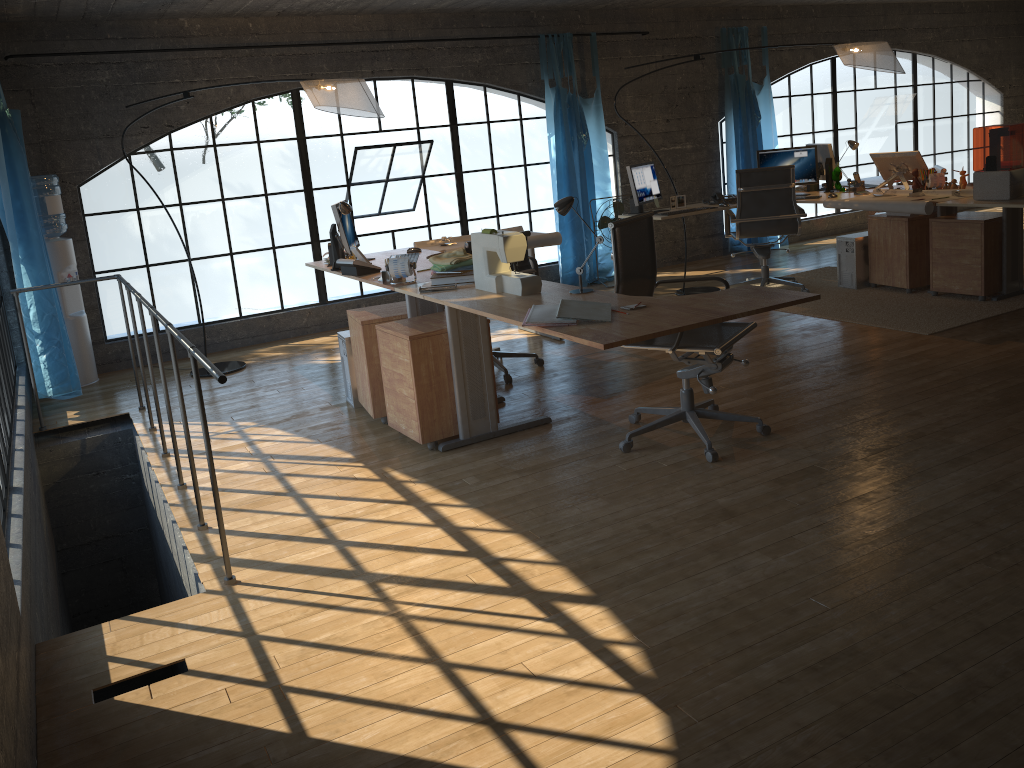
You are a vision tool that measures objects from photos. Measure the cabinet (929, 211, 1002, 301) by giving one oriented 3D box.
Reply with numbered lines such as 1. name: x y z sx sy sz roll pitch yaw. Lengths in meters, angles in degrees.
1. cabinet: 3.261 -0.907 6.244 0.430 0.562 0.431 -13 14 -29

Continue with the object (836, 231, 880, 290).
1. object: 2.827 -0.988 6.984 0.483 0.404 0.202 -11 12 -22

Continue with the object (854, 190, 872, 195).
1. object: 2.692 -1.460 6.737 0.109 0.022 0.141 -8 15 -7

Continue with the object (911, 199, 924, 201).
1. object: 2.737 -1.242 5.956 0.126 0.009 0.012 -10 14 -14

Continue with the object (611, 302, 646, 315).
1. object: 0.458 -0.285 3.292 0.143 0.013 0.129 -12 17 -23

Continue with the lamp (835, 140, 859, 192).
1. lamp: 2.668 -1.732 7.020 0.106 0.402 0.210 -9 12 -15

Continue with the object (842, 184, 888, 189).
1. object: 2.952 -1.655 7.378 0.187 0.011 0.500 -6 15 -2

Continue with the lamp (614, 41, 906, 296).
1. lamp: 0.043 -1.683 7.679 6.231 1.901 0.393 -1 12 18

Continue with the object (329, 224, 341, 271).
1. object: -1.059 -0.817 5.271 0.085 0.273 0.086 -3 11 16

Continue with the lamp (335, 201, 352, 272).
1. lamp: -0.986 -0.860 5.158 0.105 0.402 0.211 0 13 29

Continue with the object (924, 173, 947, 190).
1. object: 3.065 -1.456 6.382 0.154 0.133 0.101 -4 12 7

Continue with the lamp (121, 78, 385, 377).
1. lamp: -3.505 -1.082 6.761 6.239 1.900 0.392 2 13 27

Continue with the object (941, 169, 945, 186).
1. object: 3.286 -1.577 6.752 0.046 0.129 0.046 -12 13 -32

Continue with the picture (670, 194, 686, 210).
1. picture: 1.320 -1.454 7.055 0.160 0.103 0.032 -13 13 -26

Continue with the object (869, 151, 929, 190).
1. object: 2.961 -1.627 6.739 0.289 0.294 0.398 -15 16 -35

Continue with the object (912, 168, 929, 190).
1. object: 2.980 -1.492 6.469 0.094 0.174 0.229 -6 13 1

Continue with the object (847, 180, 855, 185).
1. object: 2.983 -1.763 7.715 0.101 0.033 0.060 -4 14 7

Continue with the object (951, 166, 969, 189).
1. object: 3.131 -1.426 6.150 0.094 0.186 0.086 -6 11 -4

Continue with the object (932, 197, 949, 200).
1. object: 2.879 -1.248 5.931 0.147 0.007 0.008 -11 14 -18

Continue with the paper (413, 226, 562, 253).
1. paper: -0.170 -0.966 6.060 0.858 0.111 0.589 -13 17 -26

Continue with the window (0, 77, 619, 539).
1. window: -1.709 -1.200 6.026 3.184 1.836 7.090 0 16 22

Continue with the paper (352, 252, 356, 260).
1. paper: -0.959 -0.781 5.378 0.019 0.073 0.080 -6 13 -2

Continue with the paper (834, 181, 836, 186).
1. paper: 2.670 -1.660 7.274 0.019 0.073 0.080 -6 13 -2

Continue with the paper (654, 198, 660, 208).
1. paper: 1.146 -1.430 6.971 0.018 0.073 0.079 1 14 32

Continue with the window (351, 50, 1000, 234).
1. window: 0.906 -2.036 8.094 3.933 1.818 12.431 7 19 40

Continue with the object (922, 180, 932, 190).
1. object: 3.060 -1.462 6.500 0.077 0.081 0.078 -8 13 -8

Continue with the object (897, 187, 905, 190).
1. object: 2.963 -1.503 6.797 0.097 0.024 0.109 -9 16 -13

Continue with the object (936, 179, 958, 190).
1. object: 3.146 -1.452 6.366 0.074 0.118 0.220 -7 14 -8

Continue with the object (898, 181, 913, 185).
1. object: 3.395 -1.583 7.419 0.299 0.238 0.375 -2 14 13

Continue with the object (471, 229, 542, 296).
1. object: -0.034 -0.557 3.948 0.138 0.279 0.407 -11 15 -26

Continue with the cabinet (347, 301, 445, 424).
1. cabinet: -0.596 -0.133 4.810 0.474 0.562 0.431 -10 13 -19

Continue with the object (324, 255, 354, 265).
1. object: -1.105 -0.801 5.675 0.206 0.035 0.207 -14 17 -28

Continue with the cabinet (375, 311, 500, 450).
1. cabinet: -0.368 -0.028 4.348 0.430 0.562 0.430 -13 14 -29

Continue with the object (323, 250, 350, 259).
1. object: -1.129 -0.829 5.660 0.145 0.031 0.154 -12 16 -22

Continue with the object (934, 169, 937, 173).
1. object: 3.170 -1.544 6.596 0.105 0.141 0.105 3 15 35

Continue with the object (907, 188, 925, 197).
1. object: 2.854 -1.356 6.241 0.131 0.055 0.049 -13 15 -27

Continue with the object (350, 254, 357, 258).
1. object: -1.072 -0.958 5.785 0.085 0.273 0.086 -11 12 -25

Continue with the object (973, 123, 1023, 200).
1. object: 3.102 -1.412 5.603 0.273 0.450 0.224 -14 14 -37

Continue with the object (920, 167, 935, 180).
1. object: 3.056 -1.507 6.487 0.106 0.173 0.101 -16 15 -40

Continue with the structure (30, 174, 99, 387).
1. structure: -3.180 -0.706 6.143 0.327 1.450 0.332 -7 11 -7

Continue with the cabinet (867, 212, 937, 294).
1. cabinet: 3.032 -1.012 6.707 0.475 0.562 0.431 -10 13 -19

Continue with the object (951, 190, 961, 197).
1. object: 3.014 -1.294 5.985 0.022 0.041 0.137 -4 15 10

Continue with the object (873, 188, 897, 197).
1. object: 2.720 -1.401 6.441 0.159 0.063 0.055 3 15 29

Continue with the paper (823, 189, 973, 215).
1. paper: 2.710 -1.283 6.184 0.586 0.111 0.862 -13 17 -26

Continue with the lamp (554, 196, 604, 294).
1. lamp: 0.287 -0.586 3.712 0.106 0.402 0.208 -15 14 -40
